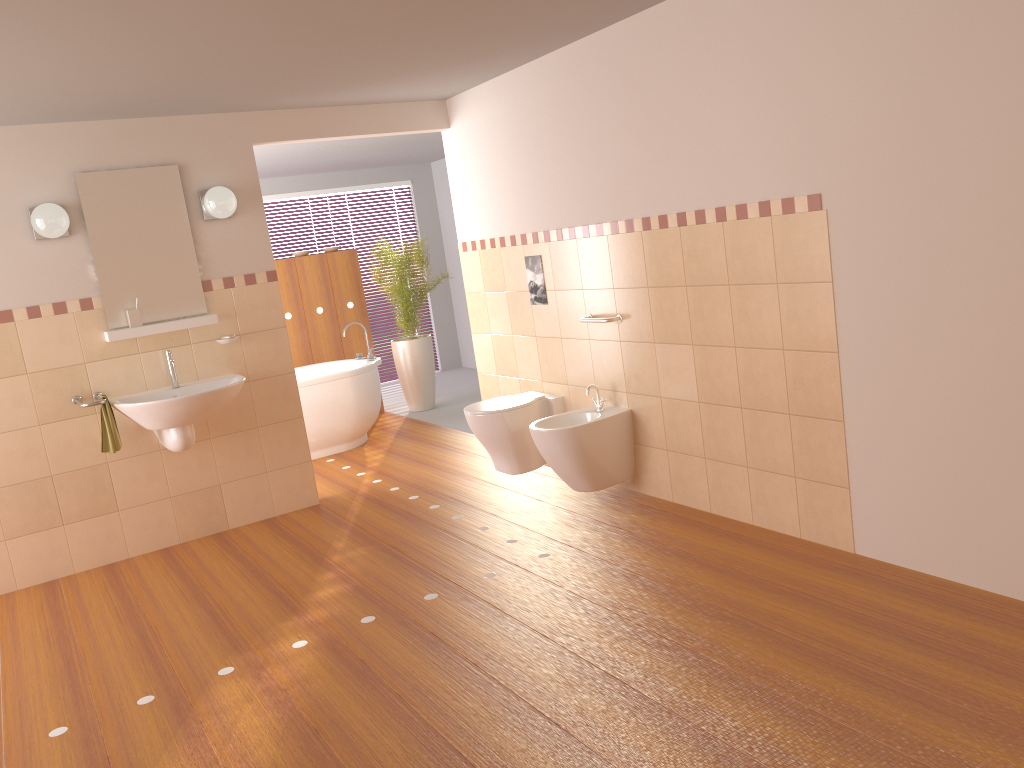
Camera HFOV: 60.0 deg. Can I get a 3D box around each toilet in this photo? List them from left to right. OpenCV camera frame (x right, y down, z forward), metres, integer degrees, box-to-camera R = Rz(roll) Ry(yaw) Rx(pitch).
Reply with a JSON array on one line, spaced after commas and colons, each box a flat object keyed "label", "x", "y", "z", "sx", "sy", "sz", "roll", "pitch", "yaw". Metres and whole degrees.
[{"label": "toilet", "x": 0.006, "y": 0.292, "z": 5.094, "sx": 0.534, "sy": 0.400, "sz": 0.375, "roll": -14, "pitch": 11, "yaw": -29}]

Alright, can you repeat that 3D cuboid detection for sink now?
[{"label": "sink", "x": -1.693, "y": 0.088, "z": 4.583, "sx": 0.683, "sy": 0.516, "sz": 0.539, "roll": -14, "pitch": 11, "yaw": -29}, {"label": "sink", "x": 0.341, "y": 0.282, "z": 4.520, "sx": 0.515, "sy": 0.517, "sz": 0.335, "roll": -14, "pitch": 11, "yaw": -29}]

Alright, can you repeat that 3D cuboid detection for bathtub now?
[{"label": "bathtub", "x": -1.829, "y": 0.119, "z": 6.619, "sx": 1.874, "sy": 0.900, "sz": 0.888, "roll": -14, "pitch": 11, "yaw": -29}]

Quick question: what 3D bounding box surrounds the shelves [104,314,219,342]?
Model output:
[{"label": "shelves", "x": -1.849, "y": -0.299, "z": 4.690, "sx": 0.554, "sy": 0.050, "sz": 0.138, "roll": -14, "pitch": 11, "yaw": -29}]

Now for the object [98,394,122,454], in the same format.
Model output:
[{"label": "object", "x": -2.046, "y": 0.199, "z": 4.495, "sx": 0.085, "sy": 0.306, "sz": 0.181, "roll": -11, "pitch": 10, "yaw": -13}]

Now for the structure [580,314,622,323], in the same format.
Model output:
[{"label": "structure", "x": 0.439, "y": -0.329, "z": 4.526, "sx": 0.091, "sy": 0.042, "sz": 0.295, "roll": -14, "pitch": 11, "yaw": -29}]

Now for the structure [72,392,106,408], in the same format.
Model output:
[{"label": "structure", "x": -2.115, "y": 0.085, "z": 4.450, "sx": 0.142, "sy": 0.042, "sz": 0.333, "roll": -14, "pitch": 11, "yaw": -29}]

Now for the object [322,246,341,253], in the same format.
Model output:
[{"label": "object", "x": -1.579, "y": -1.174, "z": 7.762, "sx": 0.173, "sy": 0.046, "sz": 0.173, "roll": -14, "pitch": 11, "yaw": -29}]

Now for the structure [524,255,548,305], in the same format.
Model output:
[{"label": "structure", "x": 0.135, "y": -0.586, "z": 5.026, "sx": 0.005, "sy": 0.279, "sz": 0.170, "roll": -14, "pitch": 11, "yaw": -29}]

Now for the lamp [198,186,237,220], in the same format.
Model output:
[{"label": "lamp", "x": -1.568, "y": -0.972, "z": 4.757, "sx": 0.173, "sy": 0.173, "sz": 0.209, "roll": -14, "pitch": 11, "yaw": -29}]

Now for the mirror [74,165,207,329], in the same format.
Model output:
[{"label": "mirror", "x": -1.937, "y": -0.725, "z": 4.661, "sx": 0.502, "sy": 0.799, "sz": 0.008, "roll": -14, "pitch": 11, "yaw": -29}]

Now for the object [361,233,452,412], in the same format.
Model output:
[{"label": "object", "x": -0.800, "y": -0.552, "z": 7.693, "sx": 0.683, "sy": 1.557, "sz": 1.335, "roll": -8, "pitch": 10, "yaw": 3}]

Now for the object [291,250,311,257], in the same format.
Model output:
[{"label": "object", "x": -1.810, "y": -1.117, "z": 7.631, "sx": 0.173, "sy": 0.046, "sz": 0.173, "roll": -14, "pitch": 11, "yaw": -29}]

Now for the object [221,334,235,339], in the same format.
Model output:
[{"label": "object", "x": -1.565, "y": -0.259, "z": 4.888, "sx": 0.075, "sy": 0.023, "sz": 0.050, "roll": -4, "pitch": 11, "yaw": 25}]

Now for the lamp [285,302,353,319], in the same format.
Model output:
[{"label": "lamp", "x": -1.886, "y": -0.574, "z": 7.478, "sx": 1.169, "sy": 0.052, "sz": 0.001, "roll": -14, "pitch": 11, "yaw": -29}]

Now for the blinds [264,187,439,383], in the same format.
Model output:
[{"label": "blinds", "x": -2.960, "y": -0.654, "z": 8.596, "sx": 4.712, "sy": 2.022, "sz": 0.032, "roll": -14, "pitch": 11, "yaw": -29}]

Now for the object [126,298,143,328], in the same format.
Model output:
[{"label": "object", "x": -1.965, "y": -0.370, "z": 4.606, "sx": 0.063, "sy": 0.149, "sz": 0.073, "roll": -14, "pitch": 11, "yaw": -29}]

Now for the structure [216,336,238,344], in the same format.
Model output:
[{"label": "structure", "x": -1.562, "y": -0.237, "z": 4.890, "sx": 0.117, "sy": 0.029, "sz": 0.092, "roll": -14, "pitch": 11, "yaw": -29}]

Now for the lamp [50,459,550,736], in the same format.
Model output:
[{"label": "lamp", "x": -1.905, "y": 0.977, "z": 4.380, "sx": 3.173, "sy": 0.001, "sz": 2.893, "roll": -14, "pitch": 11, "yaw": -29}]

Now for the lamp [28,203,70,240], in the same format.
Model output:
[{"label": "lamp", "x": -2.269, "y": -0.801, "z": 4.357, "sx": 0.173, "sy": 0.173, "sz": 0.209, "roll": -14, "pitch": 11, "yaw": -29}]
